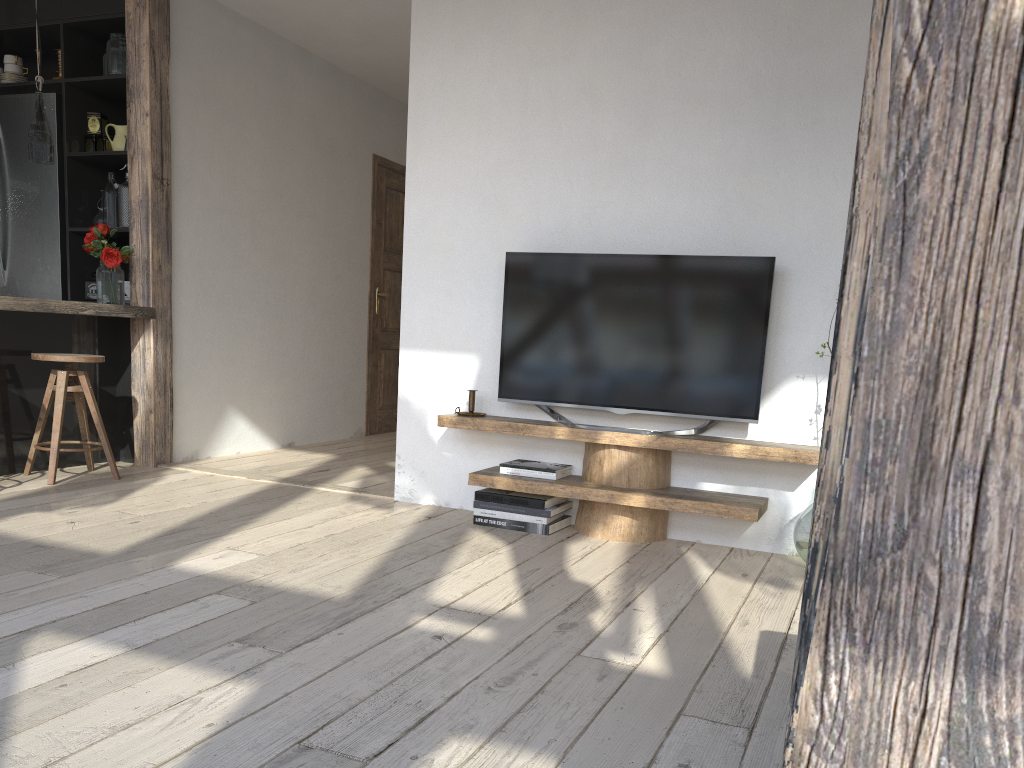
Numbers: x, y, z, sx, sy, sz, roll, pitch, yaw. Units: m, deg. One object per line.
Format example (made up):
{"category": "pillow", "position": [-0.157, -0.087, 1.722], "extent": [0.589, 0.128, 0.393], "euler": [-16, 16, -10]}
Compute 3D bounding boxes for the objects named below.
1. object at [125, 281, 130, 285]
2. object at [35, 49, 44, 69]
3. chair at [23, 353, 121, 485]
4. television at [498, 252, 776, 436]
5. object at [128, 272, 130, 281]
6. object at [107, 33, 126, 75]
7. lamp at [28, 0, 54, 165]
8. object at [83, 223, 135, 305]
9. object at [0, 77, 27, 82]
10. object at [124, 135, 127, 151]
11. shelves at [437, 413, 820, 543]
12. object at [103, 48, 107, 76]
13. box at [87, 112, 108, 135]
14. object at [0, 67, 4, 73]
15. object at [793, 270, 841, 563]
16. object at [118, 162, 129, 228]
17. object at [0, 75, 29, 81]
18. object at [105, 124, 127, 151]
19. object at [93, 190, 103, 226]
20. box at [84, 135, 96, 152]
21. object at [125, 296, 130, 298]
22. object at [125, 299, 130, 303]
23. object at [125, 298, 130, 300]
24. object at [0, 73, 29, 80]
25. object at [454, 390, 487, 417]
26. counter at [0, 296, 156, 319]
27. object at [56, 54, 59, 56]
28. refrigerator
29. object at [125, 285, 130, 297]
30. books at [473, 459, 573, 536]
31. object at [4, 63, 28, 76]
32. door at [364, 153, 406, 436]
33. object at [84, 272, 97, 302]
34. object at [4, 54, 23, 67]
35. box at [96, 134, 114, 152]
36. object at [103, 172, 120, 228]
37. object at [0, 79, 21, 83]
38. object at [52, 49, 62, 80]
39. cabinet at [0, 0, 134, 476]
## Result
{"category": "object", "position": [-2.070, -0.518, 4.856], "extent": [0.161, 0.086, 0.161], "euler": [7, 5, 36]}
{"category": "object", "position": [-2.552, -1.712, 4.755], "extent": [0.059, 0.170, 0.058], "euler": [4, 9, 7]}
{"category": "chair", "position": [-2.141, 0.159, 4.267], "extent": [0.337, 0.606, 0.339], "euler": [11, 11, 42]}
{"category": "television", "position": [0.468, -0.164, 3.581], "extent": [1.097, 0.719, 0.204], "euler": [5, 9, 22]}
{"category": "object", "position": [-2.126, -0.556, 5.024], "extent": [0.124, 0.210, 0.123], "euler": [5, 8, 9]}
{"category": "object", "position": [-2.028, -1.691, 4.554], "extent": [0.124, 0.210, 0.123], "euler": [7, 9, 27]}
{"category": "lamp", "position": [-2.095, -1.697, 3.950], "extent": [0.224, 1.366, 0.108], "euler": [8, 11, 24]}
{"category": "object", "position": [-2.086, -0.621, 4.549], "extent": [0.251, 0.422, 0.307], "euler": [-2, 9, -34]}
{"category": "object", "position": [-2.759, -1.669, 4.875], "extent": [0.149, 0.026, 0.146], "euler": [2, 3, -26]}
{"category": "object", "position": [-2.000, -1.260, 4.637], "extent": [0.093, 0.098, 0.074], "euler": [6, 8, 23]}
{"category": "shelves", "position": [0.427, 0.418, 3.636], "extent": [1.595, 0.459, 0.327], "euler": [5, 7, 22]}
{"category": "object", "position": [-2.109, -1.685, 4.684], "extent": [0.126, 0.175, 0.124], "euler": [-1, 8, -28]}
{"category": "box", "position": [-2.243, -1.403, 4.760], "extent": [0.083, 0.115, 0.081], "euler": [4, 7, 2]}
{"category": "object", "position": [-2.892, -1.736, 4.922], "extent": [0.094, 0.069, 0.104], "euler": [-1, 7, -40]}
{"category": "object", "position": [1.349, 0.152, 3.228], "extent": [0.515, 1.140, 0.270], "euler": [5, 9, 9]}
{"category": "object", "position": [-2.039, -1.000, 4.687], "extent": [0.108, 0.356, 0.107], "euler": [-4, 11, -37]}
{"category": "object", "position": [-2.758, -1.681, 4.873], "extent": [0.149, 0.026, 0.146], "euler": [2, 3, -26]}
{"category": "object", "position": [-2.081, -1.307, 4.727], "extent": [0.149, 0.173, 0.133], "euler": [4, 7, 8]}
{"category": "object", "position": [-2.254, -0.957, 4.889], "extent": [0.131, 0.224, 0.131], "euler": [9, 10, 34]}
{"category": "box", "position": [-2.276, -1.293, 4.803], "extent": [0.082, 0.115, 0.082], "euler": [6, 8, 22]}
{"category": "object", "position": [-2.073, -0.467, 4.865], "extent": [0.215, 0.025, 0.211], "euler": [3, 3, -15]}
{"category": "object", "position": [-2.074, -0.451, 4.867], "extent": [0.215, 0.025, 0.211], "euler": [2, 3, -20]}
{"category": "object", "position": [-2.073, -0.459, 4.866], "extent": [0.215, 0.025, 0.211], "euler": [3, 3, -10]}
{"category": "object", "position": [-2.758, -1.692, 4.871], "extent": [0.149, 0.026, 0.146], "euler": [2, 3, -26]}
{"category": "object", "position": [-0.178, 0.084, 3.886], "extent": [0.139, 0.114, 0.137], "euler": [4, 6, 5]}
{"category": "counter", "position": [-3.660, -0.011, 3.377], "extent": [2.231, 0.866, 3.776], "euler": [5, 4, 22]}
{"category": "object", "position": [-2.451, -1.710, 4.791], "extent": [0.062, 0.176, 0.061], "euler": [-4, 11, -38]}
{"category": "refrigerator", "position": [-2.770, -0.621, 5.316], "extent": [0.938, 1.956, 0.840], "euler": [7, 9, 22]}
{"category": "object", "position": [-2.071, -0.499, 4.859], "extent": [0.161, 0.086, 0.161], "euler": [7, 5, 36]}
{"category": "books", "position": [0.054, 0.479, 3.801], "extent": [0.358, 0.269, 0.287], "euler": [6, 6, 22]}
{"category": "object", "position": [-2.750, -1.724, 4.868], "extent": [0.093, 0.069, 0.105], "euler": [7, 6, 33]}
{"category": "door", "position": [-0.907, -0.645, 6.941], "extent": [0.081, 2.108, 0.830], "euler": [7, 10, 23]}
{"category": "object", "position": [-2.278, -0.537, 4.895], "extent": [0.134, 0.168, 0.132], "euler": [5, 7, 12]}
{"category": "object", "position": [-2.745, -1.768, 4.854], "extent": [0.106, 0.069, 0.093], "euler": [4, 5, 8]}
{"category": "box", "position": [-2.197, -1.287, 4.767], "extent": [0.082, 0.115, 0.082], "euler": [8, 9, 32]}
{"category": "object", "position": [-2.167, -0.987, 4.761], "extent": [0.085, 0.307, 0.084], "euler": [6, 10, 14]}
{"category": "object", "position": [-2.760, -1.657, 4.878], "extent": [0.148, 0.023, 0.147], "euler": [1, 4, -41]}
{"category": "object", "position": [-2.406, -1.703, 4.697], "extent": [0.096, 0.175, 0.094], "euler": [3, 8, -4]}
{"category": "cabinet", "position": [-3.598, -0.852, 3.447], "extent": [2.082, 2.549, 4.173], "euler": [6, 5, 23]}
